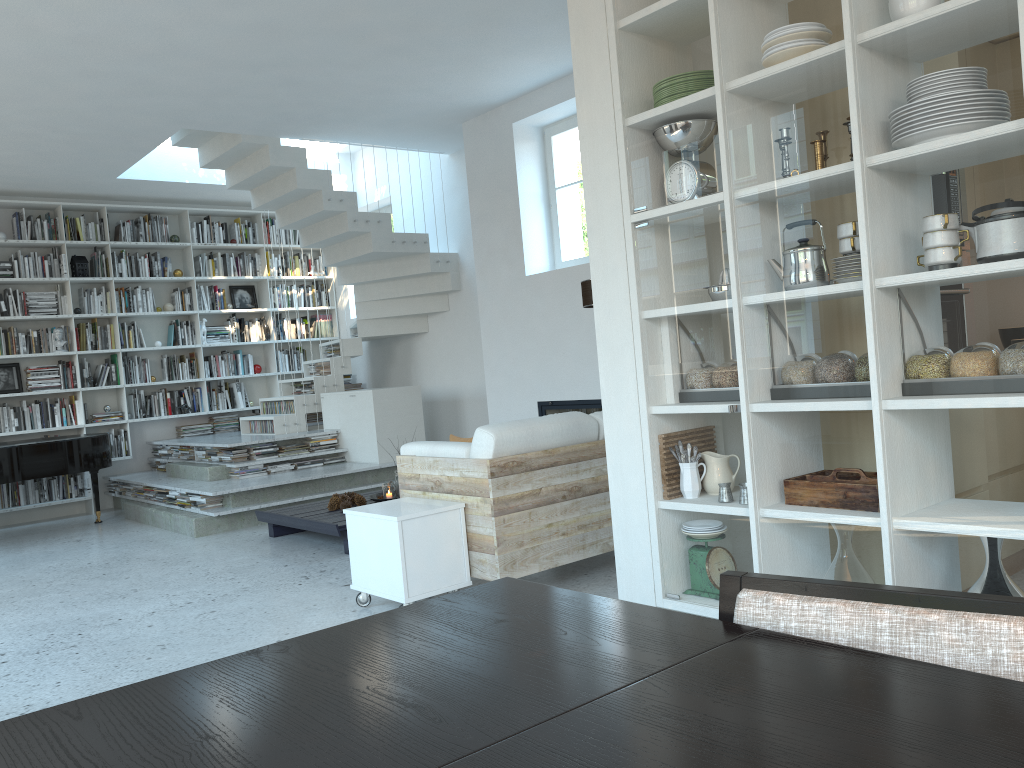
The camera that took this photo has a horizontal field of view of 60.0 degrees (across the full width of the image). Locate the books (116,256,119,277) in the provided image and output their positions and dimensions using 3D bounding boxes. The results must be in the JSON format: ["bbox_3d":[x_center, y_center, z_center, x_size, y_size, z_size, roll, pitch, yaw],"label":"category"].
[{"bbox_3d":[-4.155,-1.211,9.306,0.012,0.240,0.138,-7,2,-39],"label":"books"}]

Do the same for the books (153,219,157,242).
[{"bbox_3d":[-3.867,-1.629,9.551,0.008,0.275,0.163,-7,2,-39],"label":"books"}]

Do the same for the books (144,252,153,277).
[{"bbox_3d":[-3.902,-1.261,9.519,0.012,0.285,0.159,-7,2,-39],"label":"books"}]

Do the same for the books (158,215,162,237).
[{"bbox_3d":[-3.827,-1.657,9.610,0.008,0.321,0.133,-7,2,-39],"label":"books"}]

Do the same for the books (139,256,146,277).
[{"bbox_3d":[-3.953,-1.231,9.459,0.023,0.237,0.149,-7,2,-39],"label":"books"}]

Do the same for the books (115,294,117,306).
[{"bbox_3d":[-4.172,-0.846,9.256,0.028,0.251,0.190,-7,2,-39],"label":"books"}]

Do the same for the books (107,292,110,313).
[{"bbox_3d":[-4.213,-0.829,9.211,0.028,0.230,0.176,-7,2,-39],"label":"books"}]

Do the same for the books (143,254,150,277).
[{"bbox_3d":[-3.916,-1.249,9.490,0.012,0.265,0.156,-7,2,-39],"label":"books"}]

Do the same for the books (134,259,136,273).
[{"bbox_3d":[-4.024,-1.212,9.416,0.014,0.215,0.132,-7,2,-39],"label":"books"}]

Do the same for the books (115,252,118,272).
[{"bbox_3d":[-4.169,-1.230,9.303,0.011,0.280,0.133,-7,2,-39],"label":"books"}]

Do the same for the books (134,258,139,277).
[{"bbox_3d":[-4.011,-1.218,9.432,0.028,0.223,0.142,-7,2,-39],"label":"books"}]

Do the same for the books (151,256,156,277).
[{"bbox_3d":[-3.872,-1.240,9.519,0.030,0.238,0.186,-7,2,-39],"label":"books"}]

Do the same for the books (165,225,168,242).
[{"bbox_3d":[-3.778,-1.608,9.621,0.018,0.214,0.157,-7,2,-39],"label":"books"}]

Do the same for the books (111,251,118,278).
[{"bbox_3d":[-4.165,-1.232,9.280,0.012,0.285,0.159,-7,2,-39],"label":"books"}]

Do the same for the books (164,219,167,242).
[{"bbox_3d":[-3.782,-1.639,9.601,0.008,0.279,0.180,-7,2,-39],"label":"books"}]

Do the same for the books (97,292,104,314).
[{"bbox_3d":[-4.262,-0.827,9.192,0.024,0.234,0.149,-7,2,-39],"label":"books"}]

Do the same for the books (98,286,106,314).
[{"bbox_3d":[-4.253,-0.858,9.204,0.028,0.293,0.154,-7,2,-39],"label":"books"}]

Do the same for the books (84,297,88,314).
[{"bbox_3d":[-4.384,-0.789,9.078,0.028,0.185,0.181,-7,2,-39],"label":"books"}]

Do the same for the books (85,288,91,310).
[{"bbox_3d":[-4.359,-0.837,9.122,0.019,0.275,0.146,-7,2,-39],"label":"books"}]

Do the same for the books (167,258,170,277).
[{"bbox_3d":[-3.757,-1.242,9.618,0.048,0.216,0.182,-7,2,-39],"label":"books"}]

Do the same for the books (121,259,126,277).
[{"bbox_3d":[-4.104,-1.200,9.316,0.026,0.208,0.181,-7,2,-39],"label":"books"}]

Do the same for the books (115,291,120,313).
[{"bbox_3d":[-4.154,-0.844,9.301,0.030,0.242,0.138,-7,2,-39],"label":"books"}]

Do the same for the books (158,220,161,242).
[{"bbox_3d":[-3.832,-1.624,9.576,0.014,0.259,0.149,-7,2,-39],"label":"books"}]

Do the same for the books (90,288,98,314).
[{"bbox_3d":[-4.308,-0.842,9.127,0.028,0.275,0.187,-7,2,-39],"label":"books"}]

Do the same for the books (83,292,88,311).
[{"bbox_3d":[-4.385,-0.818,9.105,0.024,0.242,0.159,-7,2,-39],"label":"books"}]

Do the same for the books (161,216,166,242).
[{"bbox_3d":[-3.795,-1.647,9.599,0.013,0.297,0.188,-7,2,-39],"label":"books"}]

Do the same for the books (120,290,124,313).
[{"bbox_3d":[-4.113,-0.850,9.308,0.014,0.248,0.176,-7,2,-39],"label":"books"}]

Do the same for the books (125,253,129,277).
[{"bbox_3d":[-4.079,-1.233,9.351,0.010,0.269,0.166,-7,2,-39],"label":"books"}]

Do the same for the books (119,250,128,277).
[{"bbox_3d":[-4.091,-1.251,9.343,0.014,0.307,0.152,-7,2,-39],"label":"books"}]

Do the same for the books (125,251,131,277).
[{"bbox_3d":[-4.071,-1.248,9.378,0.021,0.296,0.138,-7,2,-39],"label":"books"}]

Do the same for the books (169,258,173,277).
[{"bbox_3d":[-3.740,-1.251,9.655,0.026,0.229,0.140,-7,2,-39],"label":"books"}]

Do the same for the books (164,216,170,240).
[{"bbox_3d":[-3.757,-1.656,9.630,0.006,0.306,0.163,-7,2,-39],"label":"books"}]

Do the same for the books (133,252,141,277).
[{"bbox_3d":[-3.996,-1.250,9.441,0.013,0.284,0.154,-7,2,-39],"label":"books"}]

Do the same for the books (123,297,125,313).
[{"bbox_3d":[-4.105,-0.817,9.330,0.021,0.179,0.136,-7,2,-39],"label":"books"}]

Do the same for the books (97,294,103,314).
[{"bbox_3d":[-4.271,-0.814,9.175,0.029,0.211,0.158,-7,2,-39],"label":"books"}]

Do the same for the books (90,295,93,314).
[{"bbox_3d":[-4.347,-0.804,9.129,0.023,0.207,0.171,-7,2,-39],"label":"books"}]

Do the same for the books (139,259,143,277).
[{"bbox_3d":[-3.977,-1.218,9.453,0.025,0.216,0.144,-7,2,-39],"label":"books"}]

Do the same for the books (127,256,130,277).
[{"bbox_3d":[-4.075,-1.217,9.365,0.012,0.236,0.165,-7,2,-39],"label":"books"}]

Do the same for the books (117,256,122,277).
[{"bbox_3d":[-4.137,-1.214,9.313,0.026,0.243,0.148,-7,2,-39],"label":"books"}]

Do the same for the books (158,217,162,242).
[{"bbox_3d":[-3.825,-1.645,9.589,0.019,0.299,0.137,-7,2,-39],"label":"books"}]

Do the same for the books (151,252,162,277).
[{"bbox_3d":[-3.825,-1.269,9.548,0.029,0.285,0.183,-7,2,-39],"label":"books"}]

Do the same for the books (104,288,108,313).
[{"bbox_3d":[-4.239,-0.851,9.212,0.025,0.277,0.173,-7,2,-39],"label":"books"}]

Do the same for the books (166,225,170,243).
[{"bbox_3d":[-3.760,-1.607,9.624,0.014,0.209,0.188,-7,2,-39],"label":"books"}]

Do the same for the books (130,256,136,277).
[{"bbox_3d":[-4.030,-1.225,9.389,0.027,0.241,0.160,-7,2,-39],"label":"books"}]

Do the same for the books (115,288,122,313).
[{"bbox_3d":[-4.136,-0.864,9.311,0.014,0.278,0.154,-7,2,-39],"label":"books"}]

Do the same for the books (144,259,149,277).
[{"bbox_3d":[-3.925,-1.219,9.461,0.021,0.209,0.181,-7,2,-39],"label":"books"}]

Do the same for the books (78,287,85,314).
[{"bbox_3d":[-4.412,-0.837,9.085,0.018,0.285,0.159,-7,2,-39],"label":"books"}]

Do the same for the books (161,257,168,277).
[{"bbox_3d":[-3.769,-1.250,9.596,0.054,0.235,0.171,-7,2,-39],"label":"books"}]

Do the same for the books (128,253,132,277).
[{"bbox_3d":[-4.061,-1.240,9.394,0.012,0.277,0.133,-7,2,-39],"label":"books"}]

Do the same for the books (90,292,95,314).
[{"bbox_3d":[-4.333,-0.820,9.134,0.023,0.236,0.178,-7,2,-39],"label":"books"}]

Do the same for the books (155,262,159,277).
[{"bbox_3d":[-3.850,-1.214,9.542,0.027,0.182,0.176,-7,2,-39],"label":"books"}]

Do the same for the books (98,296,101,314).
[{"bbox_3d":[-4.286,-0.805,9.162,0.027,0.196,0.185,-7,2,-39],"label":"books"}]

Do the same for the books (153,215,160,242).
[{"bbox_3d":[-3.838,-1.648,9.563,0.008,0.307,0.182,-7,2,-39],"label":"books"}]

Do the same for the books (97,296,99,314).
[{"bbox_3d":[-4.299,-0.803,9.148,0.024,0.195,0.173,-7,2,-39],"label":"books"}]

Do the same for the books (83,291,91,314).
[{"bbox_3d":[-4.368,-0.823,9.112,0.028,0.250,0.164,-7,2,-39],"label":"books"}]

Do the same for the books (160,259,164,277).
[{"bbox_3d":[-3.808,-1.235,9.579,0.030,0.213,0.157,-7,2,-39],"label":"books"}]

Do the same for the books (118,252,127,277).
[{"bbox_3d":[-4.103,-1.238,9.340,0.011,0.283,0.173,-7,2,-39],"label":"books"}]

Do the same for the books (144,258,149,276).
[{"bbox_3d":[-3.923,-1.227,9.482,0.011,0.222,0.159,-7,2,-39],"label":"books"}]

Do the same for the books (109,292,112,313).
[{"bbox_3d":[-4.209,-0.834,9.235,0.026,0.238,0.173,-7,2,-39],"label":"books"}]

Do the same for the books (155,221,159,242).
[{"bbox_3d":[-3.854,-1.619,9.561,0.024,0.252,0.149,-7,2,-39],"label":"books"}]
